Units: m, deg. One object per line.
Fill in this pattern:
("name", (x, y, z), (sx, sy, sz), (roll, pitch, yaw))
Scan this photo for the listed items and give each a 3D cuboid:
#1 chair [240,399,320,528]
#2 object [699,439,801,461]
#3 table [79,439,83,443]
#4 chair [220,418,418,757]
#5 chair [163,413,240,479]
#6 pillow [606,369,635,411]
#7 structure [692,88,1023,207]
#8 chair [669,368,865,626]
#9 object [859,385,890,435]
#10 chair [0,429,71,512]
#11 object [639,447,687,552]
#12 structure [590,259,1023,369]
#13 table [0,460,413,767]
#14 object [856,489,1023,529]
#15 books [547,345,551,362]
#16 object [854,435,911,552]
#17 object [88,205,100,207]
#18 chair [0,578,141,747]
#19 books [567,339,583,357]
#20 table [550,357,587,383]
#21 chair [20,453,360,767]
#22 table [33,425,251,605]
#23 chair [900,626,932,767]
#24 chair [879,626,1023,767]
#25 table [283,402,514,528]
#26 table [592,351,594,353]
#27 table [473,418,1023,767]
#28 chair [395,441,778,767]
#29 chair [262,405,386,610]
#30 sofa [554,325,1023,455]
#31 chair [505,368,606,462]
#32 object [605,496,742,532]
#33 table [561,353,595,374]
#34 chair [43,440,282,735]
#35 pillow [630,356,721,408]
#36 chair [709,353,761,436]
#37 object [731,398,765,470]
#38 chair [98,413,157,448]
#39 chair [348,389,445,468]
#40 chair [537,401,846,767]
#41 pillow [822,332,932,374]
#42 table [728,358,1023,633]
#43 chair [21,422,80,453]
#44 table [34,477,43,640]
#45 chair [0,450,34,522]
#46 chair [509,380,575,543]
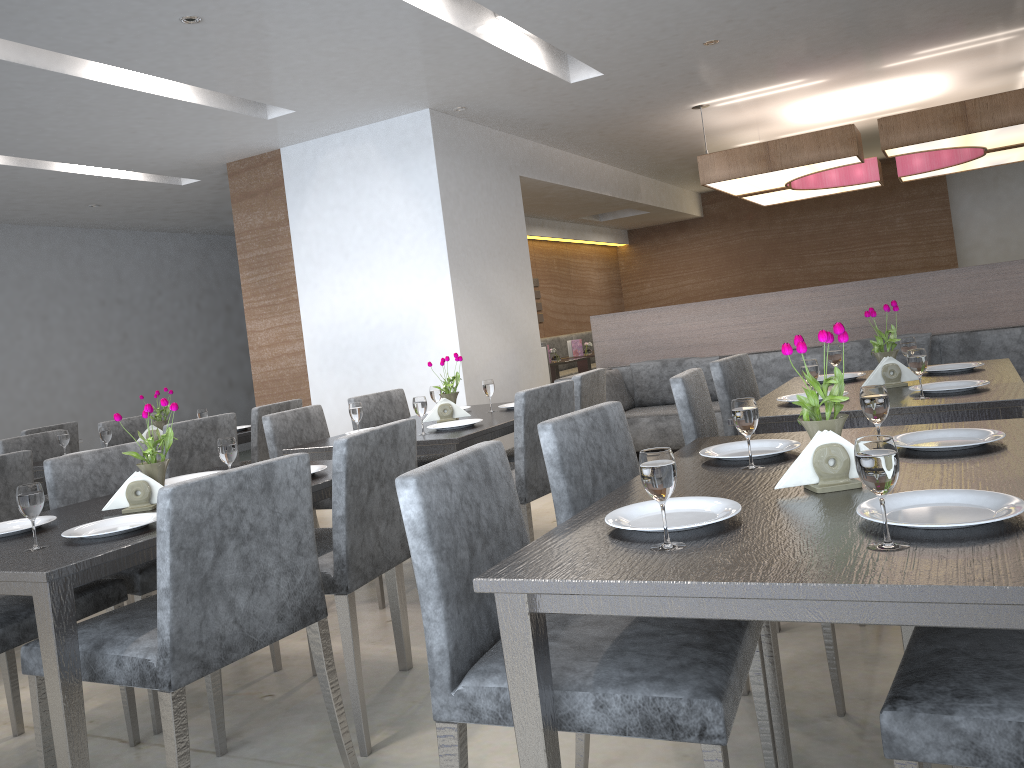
("chair", (-1.346, 0.495, 4.558), (0.490, 0.763, 0.478), (-7, 0, 22))
("object", (0.520, 0.147, 1.933), (0.216, 0.015, 0.218), (-6, 4, 27))
("table", (-3.303, 0.766, 5.267), (0.774, 0.634, 1.195), (-6, 2, 27))
("chair", (-0.517, 0.514, 2.432), (0.490, 0.763, 0.478), (-7, 0, 22))
("chair", (-1.532, 0.548, 4.062), (0.490, 0.763, 0.479), (-7, 0, 32))
("pillow", (0.666, 0.050, 5.926), (0.188, 0.306, 0.562), (-7, 2, 28))
("structure", (3.028, -2.067, 7.309), (2.432, 0.619, 2.459), (-6, 3, 27))
("chair", (0.833, 0.317, 2.845), (0.490, 0.763, 0.478), (-7, 0, 22))
("object", (0.707, 0.074, 1.711), (0.053, 0.139, 0.053), (-7, -1, -15))
("chair", (-2.175, 0.611, 4.381), (0.490, 0.763, 0.478), (-7, 0, 22))
("object", (0.214, 0.163, 1.261), (0.053, 0.139, 0.053), (-7, -1, -21))
("structure", (2.352, -0.173, 5.735), (3.758, 1.009, 0.224), (-6, 0, 27))
("table", (-0.900, 0.632, 2.337), (0.774, 0.634, 1.195), (-6, 2, 27))
("object", (0.597, 0.178, 1.237), (0.216, 0.015, 0.218), (-6, 4, 27))
("books", (0.233, -0.258, 7.905), (0.144, 0.164, 0.157), (-8, 1, -43))
("object", (0.471, 0.138, 1.129), (0.053, 0.139, 0.053), (-7, -1, -15))
("object", (-3.598, -1.533, 7.607), (0.089, 0.007, 0.089), (-8, 4, -18))
("chair", (-1.347, 0.631, 2.255), (0.490, 0.763, 0.478), (-7, 0, 22))
("books", (0.579, -0.343, 8.592), (0.144, 0.164, 0.157), (-8, 1, -43))
("table", (0.386, 0.128, 7.903), (0.504, 0.655, 0.508), (-7, 1, 27))
("chair", (-0.703, 0.568, 1.936), (0.490, 0.763, 0.479), (-7, 0, 32))
("table", (-1.729, 0.612, 4.464), (0.774, 0.634, 1.195), (-6, 2, 27))
("chair", (0.979, 0.368, 1.668), (0.490, 0.763, 0.478), (-7, 0, 22))
("chair", (0.793, 0.421, 1.172), (0.490, 0.763, 0.479), (-7, 0, 32))
("table", (-0.217, 0.465, 3.692), (0.774, 0.634, 1.195), (-6, 2, 27))
("table", (1.076, -0.041, 9.270), (0.504, 0.655, 0.508), (-7, 1, 27))
("table", (0.596, 0.486, 1.573), (0.774, 0.634, 1.195), (-6, 2, 27))
("chair", (0.150, 0.485, 1.491), (0.490, 0.763, 0.478), (-7, 0, 22))
("chair", (-0.663, 0.463, 3.609), (0.490, 0.763, 0.478), (-7, 0, 22))
("sofa", (2.146, 0.074, 5.263), (3.783, 0.629, 0.839), (-6, 2, 27))
("chair", (0.166, 0.347, 3.786), (0.490, 0.763, 0.478), (-7, 0, 22))
("object", (0.256, 0.211, 1.411), (0.216, 0.015, 0.218), (-6, 4, 27))
("table", (0.731, 0.044, 8.587), (0.504, 0.655, 0.508), (-7, 1, 27))
("chair", (-1.094, 0.570, 2.738), (0.490, 0.763, 0.479), (-7, 0, 32))
("pillow", (1.105, -0.016, 5.975), (0.635, 0.320, 0.182), (-6, 1, 27))
("chair", (1.086, 0.256, 3.328), (0.490, 0.763, 0.479), (-7, 0, 32))
("object", (0.473, 0.100, 1.776), (0.053, 0.139, 0.053), (-7, -1, -21))
("chair", (-1.923, 0.550, 4.864), (0.490, 0.763, 0.479), (-7, 0, 32))
("chair", (-0.411, 0.403, 4.092), (0.490, 0.763, 0.479), (-7, 0, 32))
("chair", (0.402, 0.424, 1.974), (0.490, 0.763, 0.479), (-7, 0, 32))
("pillow", (2.232, -0.126, 5.399), (0.635, 0.320, 0.182), (-6, 1, 27))
("table", (1.279, 0.318, 2.928), (0.774, 0.634, 1.195), (-6, 2, 27))
("chair", (-2.920, 0.649, 5.362), (0.490, 0.763, 0.478), (-7, 0, 22))
("table", (-2.412, 0.780, 3.109), (0.774, 0.634, 1.195), (-6, 2, 27))
("chair", (-2.029, 0.662, 3.204), (0.490, 0.763, 0.478), (-7, 0, 22))
("chair", (-0.020, 0.400, 3.290), (0.490, 0.763, 0.479), (-7, 0, 32))
